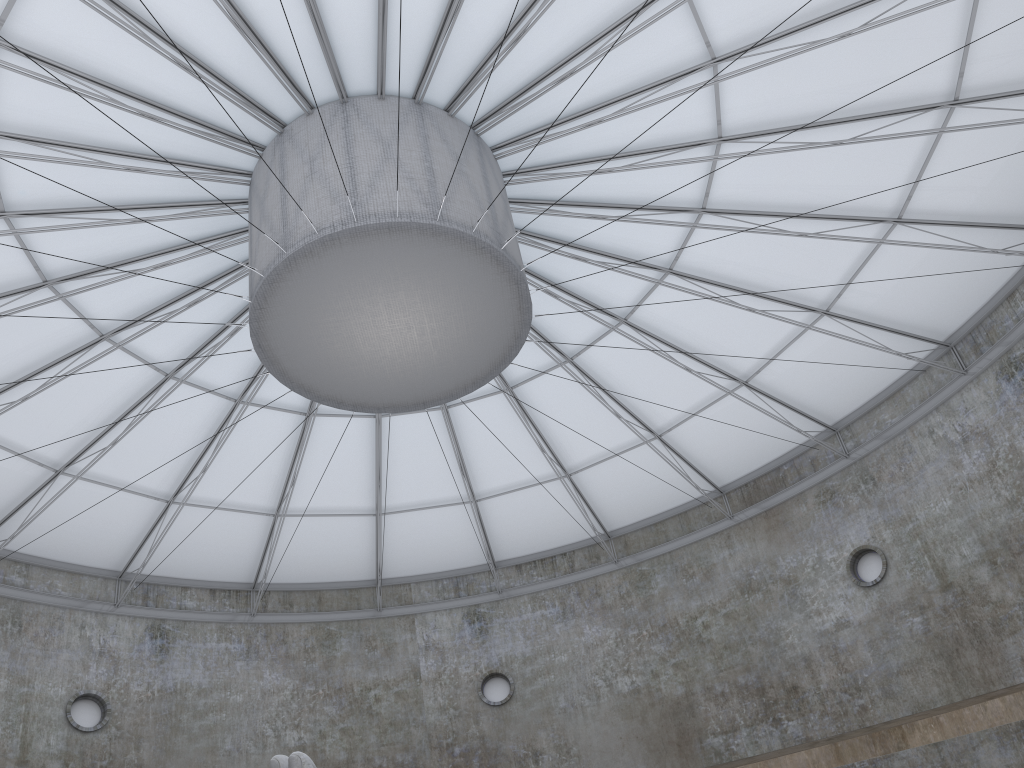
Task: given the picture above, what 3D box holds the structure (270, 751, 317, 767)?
[{"bbox_3d":[1.546,8.268,14.454,10.842,5.556,15.886,17,-44,-34],"label":"structure"}]
